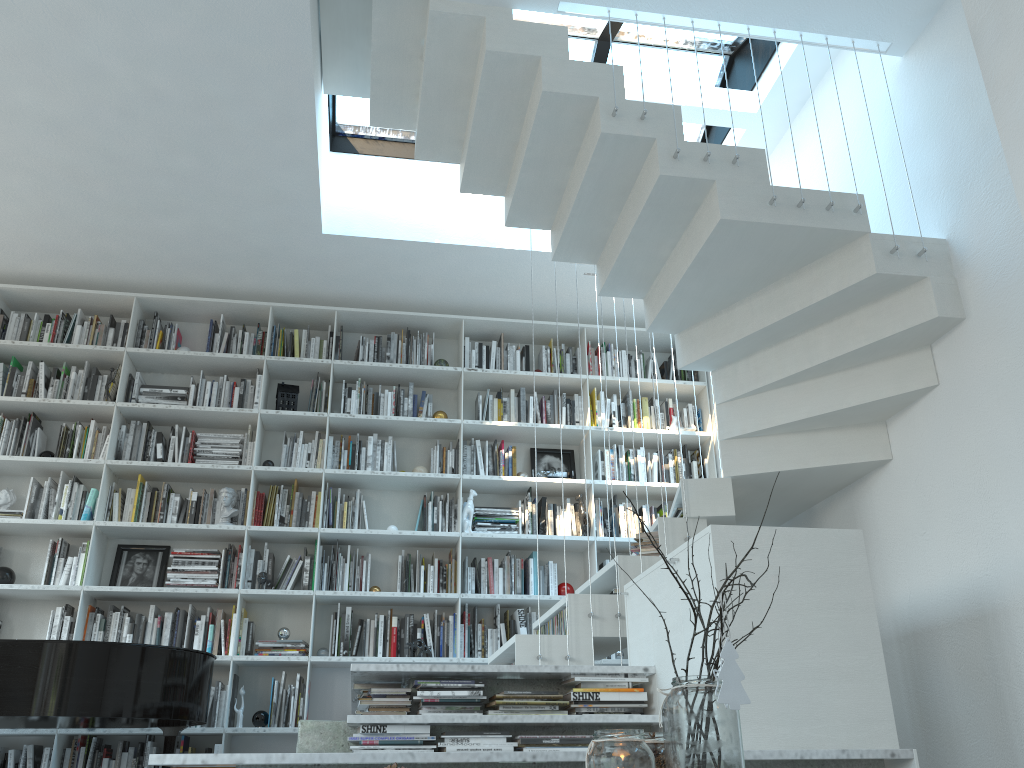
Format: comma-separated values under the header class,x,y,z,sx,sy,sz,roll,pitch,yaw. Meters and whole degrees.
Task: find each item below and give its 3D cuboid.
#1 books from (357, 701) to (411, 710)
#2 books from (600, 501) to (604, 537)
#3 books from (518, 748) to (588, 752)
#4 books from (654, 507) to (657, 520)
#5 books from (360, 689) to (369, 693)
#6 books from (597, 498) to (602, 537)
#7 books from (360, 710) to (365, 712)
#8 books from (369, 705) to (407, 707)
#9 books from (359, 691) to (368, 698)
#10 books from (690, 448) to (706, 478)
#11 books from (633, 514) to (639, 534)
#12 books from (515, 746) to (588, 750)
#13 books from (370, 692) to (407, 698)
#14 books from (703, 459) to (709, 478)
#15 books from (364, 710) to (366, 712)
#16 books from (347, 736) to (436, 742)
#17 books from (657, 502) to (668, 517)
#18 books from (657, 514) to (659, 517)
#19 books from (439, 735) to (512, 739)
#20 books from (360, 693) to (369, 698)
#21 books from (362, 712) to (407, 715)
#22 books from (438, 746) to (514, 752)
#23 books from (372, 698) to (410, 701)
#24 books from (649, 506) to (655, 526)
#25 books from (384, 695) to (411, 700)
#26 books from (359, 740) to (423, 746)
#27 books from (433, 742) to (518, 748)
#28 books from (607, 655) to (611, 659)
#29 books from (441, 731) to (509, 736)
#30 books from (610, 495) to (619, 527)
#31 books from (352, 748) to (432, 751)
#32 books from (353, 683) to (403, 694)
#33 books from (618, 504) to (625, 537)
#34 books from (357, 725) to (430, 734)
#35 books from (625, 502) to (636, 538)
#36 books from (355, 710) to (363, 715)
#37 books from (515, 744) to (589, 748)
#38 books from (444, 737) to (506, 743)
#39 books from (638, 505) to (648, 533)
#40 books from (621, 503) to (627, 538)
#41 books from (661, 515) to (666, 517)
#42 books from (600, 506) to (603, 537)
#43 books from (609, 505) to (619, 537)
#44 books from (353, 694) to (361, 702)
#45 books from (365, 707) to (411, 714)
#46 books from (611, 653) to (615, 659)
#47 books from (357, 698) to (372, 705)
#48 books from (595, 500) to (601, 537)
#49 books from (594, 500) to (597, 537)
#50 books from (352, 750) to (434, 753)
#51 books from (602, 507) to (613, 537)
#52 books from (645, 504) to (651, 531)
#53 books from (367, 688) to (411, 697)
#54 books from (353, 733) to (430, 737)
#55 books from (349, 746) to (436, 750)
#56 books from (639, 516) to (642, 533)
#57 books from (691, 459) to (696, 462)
class,x,y,z,sx,sy,sz,roll,pitch,yaw
books,-0.475,1.189,3.277,0.184,0.014,0.298,4,-24,-10
books,0.570,0.916,5.775,0.010,0.277,0.148,3,-24,-9
books,0.153,1.283,3.095,0.250,0.018,0.178,2,-24,-6
books,0.927,0.949,5.822,0.025,0.247,0.134,3,-24,-9
books,-0.519,1.238,3.555,0.170,0.008,0.209,2,-24,-6
books,0.553,0.904,5.766,0.010,0.291,0.165,3,-24,-9
books,-0.517,1.285,3.535,0.177,0.026,0.231,3,-24,-9
books,-0.455,1.199,3.276,0.134,0.006,0.228,2,-24,-5
books,-0.519,1.245,3.552,0.171,0.007,0.261,4,-24,-11
books,1.262,0.604,6.010,0.042,0.291,0.187,3,-24,-9
books,0.794,0.957,5.765,0.023,0.188,0.170,3,-24,-9
books,0.152,1.275,3.105,0.254,0.005,0.161,5,-24,-12
books,-0.456,1.159,3.293,0.132,0.009,0.270,2,-24,-5
books,1.293,0.639,6.002,0.021,0.218,0.185,3,-24,-9
books,-0.508,1.311,3.525,0.155,0.028,0.190,3,-24,-8
books,-0.410,1.215,3.032,0.292,0.012,0.160,2,-24,-6
books,0.991,0.935,5.829,0.026,0.276,0.170,3,-24,-9
books,0.946,0.970,5.819,0.014,0.206,0.139,3,-24,-9
books,-0.131,1.229,3.086,0.242,0.005,0.153,3,-24,-8
books,-0.520,1.254,3.548,0.168,0.013,0.282,5,-24,-12
books,-0.467,1.220,3.264,0.161,0.014,0.213,2,-24,-5
books,-0.128,1.261,3.055,0.232,0.019,0.170,5,-25,-13
books,-0.451,1.179,3.286,0.137,0.012,0.243,3,-24,-8
books,0.909,0.944,5.817,0.012,0.253,0.161,3,-24,-9
books,-0.429,1.169,3.293,0.091,0.011,0.190,4,-24,-11
books,-0.409,1.225,3.024,0.210,0.012,0.169,2,-24,-5
books,-0.130,1.251,3.070,0.272,0.012,0.159,4,-24,-11
books,0.565,1.563,5.377,0.014,0.232,0.184,3,-24,-9
books,-0.131,1.222,3.091,0.220,0.013,0.149,4,-24,-10
books,0.670,0.898,5.791,0.012,0.320,0.142,3,-24,-9
books,-0.410,1.247,3.021,0.264,0.006,0.165,3,-24,-8
books,-0.533,1.224,3.559,0.189,0.022,0.238,1,-24,-4
books,0.692,0.926,5.761,0.026,0.244,0.181,3,-24,-9
books,-0.410,1.188,3.042,0.234,0.025,0.158,5,-25,-13
books,0.755,0.922,5.773,0.056,0.260,0.177,3,-24,-9
books,-0.575,1.415,3.807,0.178,0.015,0.188,1,-24,-4
books,0.149,1.276,3.124,0.273,0.009,0.129,2,-24,-6
books,-0.132,1.242,3.087,0.211,0.018,0.135,2,-24,-6
books,0.844,0.936,5.789,0.022,0.246,0.182,3,-24,-9
books,0.714,0.923,5.779,0.022,0.264,0.158,3,-24,-9
books,0.971,0.967,5.781,0.024,0.180,0.191,3,-24,-9
books,0.562,0.930,5.757,0.010,0.237,0.148,3,-24,-9
books,0.656,0.926,5.756,0.022,0.242,0.171,3,-24,-9
books,-0.583,1.359,3.830,0.192,0.014,0.257,5,-24,-12
books,-0.461,1.208,3.271,0.152,0.015,0.209,5,-24,-12
books,0.587,1.563,5.383,0.030,0.237,0.152,3,-24,-9
books,-0.522,1.269,3.541,0.187,0.009,0.251,3,-24,-9
books,0.538,0.904,5.747,0.025,0.276,0.161,3,-24,-9
books,0.512,0.906,5.744,0.026,0.272,0.159,3,-24,-9
books,-0.406,1.252,2.997,0.262,0.023,0.201,4,-24,-11
books,0.608,0.937,5.773,0.066,0.235,0.144,3,-24,-9
books,0.867,0.936,5.805,0.029,0.258,0.172,3,-24,-9
books,-0.459,1.148,3.297,0.149,0.014,0.229,4,-24,-11
books,-0.412,1.210,3.048,0.257,0.010,0.132,2,-24,-5
books,-0.410,1.240,3.024,0.285,0.008,0.160,4,-24,-11
books,0.816,0.970,5.787,0.030,0.183,0.138,3,-24,-9
books,1.229,0.642,6.021,0.024,0.229,0.131,3,-24,-9
